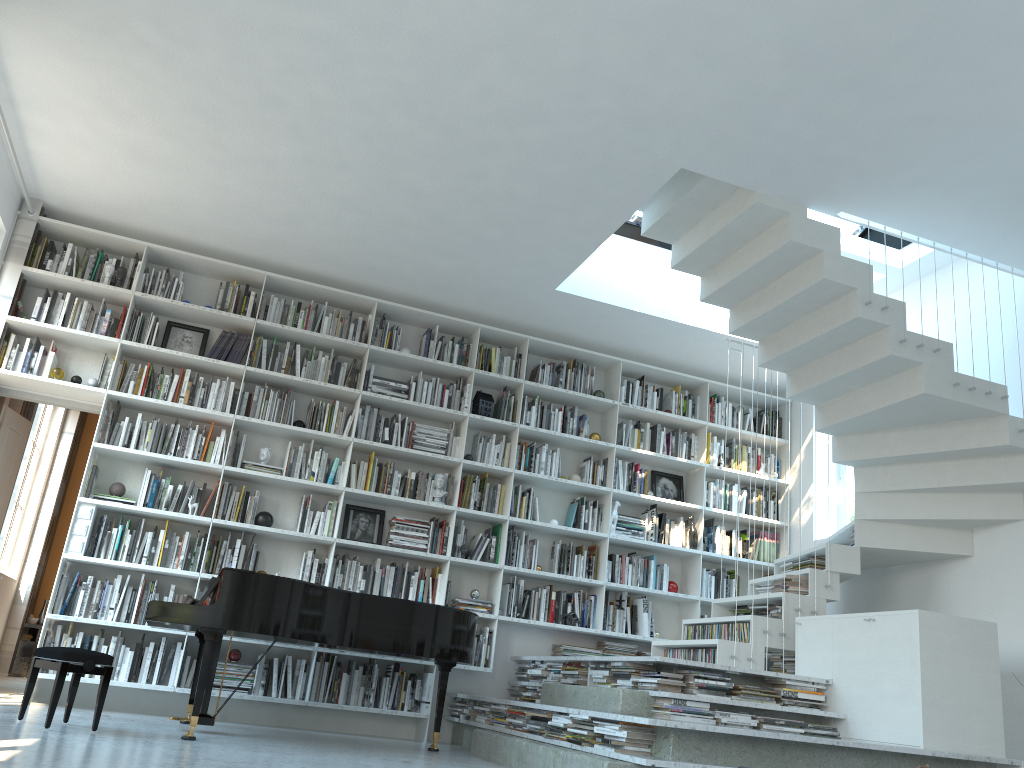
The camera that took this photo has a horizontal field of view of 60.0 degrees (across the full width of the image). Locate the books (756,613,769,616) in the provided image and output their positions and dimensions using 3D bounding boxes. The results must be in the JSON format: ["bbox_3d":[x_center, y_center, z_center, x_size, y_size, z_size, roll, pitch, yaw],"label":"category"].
[{"bbox_3d":[1.772,1.598,6.088,0.150,0.013,0.220,11,-20,-12],"label":"books"}]

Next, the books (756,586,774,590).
[{"bbox_3d":[1.895,1.484,6.397,0.173,0.011,0.204,15,-21,-22],"label":"books"}]

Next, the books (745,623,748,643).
[{"bbox_3d":[1.520,1.566,5.543,0.125,0.122,0.036,13,-20,-17],"label":"books"}]

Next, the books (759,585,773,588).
[{"bbox_3d":[1.906,1.475,6.404,0.157,0.014,0.181,14,-21,-21],"label":"books"}]

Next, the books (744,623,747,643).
[{"bbox_3d":[1.515,1.570,5.557,0.125,0.123,0.034,13,-20,-17],"label":"books"}]

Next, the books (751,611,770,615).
[{"bbox_3d":[1.760,1.583,6.088,0.189,0.012,0.156,12,-20,-14],"label":"books"}]

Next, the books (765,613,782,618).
[{"bbox_3d":[1.768,1.527,5.803,0.171,0.019,0.241,4,-19,7],"label":"books"}]

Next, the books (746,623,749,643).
[{"bbox_3d":[1.523,1.564,5.536,0.125,0.123,0.035,13,-20,-17],"label":"books"}]

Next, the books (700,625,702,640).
[{"bbox_3d":[1.337,1.712,6.025,0.125,0.125,0.008,13,-20,-17],"label":"books"}]

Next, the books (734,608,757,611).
[{"bbox_3d":[1.700,1.615,6.304,0.161,0.012,0.195,14,-20,-19],"label":"books"}]

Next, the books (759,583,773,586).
[{"bbox_3d":[1.910,1.462,6.410,0.157,0.014,0.181,13,-20,-19],"label":"books"}]

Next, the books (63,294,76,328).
[{"bbox_3d":[-3.092,-0.465,6.200,0.037,0.290,0.156,13,-20,-17],"label":"books"}]

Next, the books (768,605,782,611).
[{"bbox_3d":[1.785,1.479,5.819,0.168,0.014,0.213,6,-19,2],"label":"books"}]

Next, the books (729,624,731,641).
[{"bbox_3d":[1.457,1.616,5.709,0.125,0.125,0.008,13,-20,-17],"label":"books"}]

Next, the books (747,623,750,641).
[{"bbox_3d":[1.528,1.560,5.522,0.125,0.122,0.036,13,-20,-17],"label":"books"}]

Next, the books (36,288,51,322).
[{"bbox_3d":[-3.257,-0.504,6.152,0.012,0.295,0.163,13,-20,-17],"label":"books"}]

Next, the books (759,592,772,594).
[{"bbox_3d":[1.911,1.518,6.394,0.143,0.019,0.231,13,-20,-18],"label":"books"}]

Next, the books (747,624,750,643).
[{"bbox_3d":[1.526,1.562,5.529,0.125,0.123,0.034,13,-20,-17],"label":"books"}]

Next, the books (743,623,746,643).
[{"bbox_3d":[1.513,1.572,5.563,0.125,0.123,0.034,13,-20,-17],"label":"books"}]

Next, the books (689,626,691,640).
[{"bbox_3d":[1.288,1.752,6.154,0.125,0.125,0.012,13,-20,-17],"label":"books"}]

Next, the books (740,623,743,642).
[{"bbox_3d":[1.498,1.583,5.602,0.125,0.125,0.011,13,-20,-17],"label":"books"}]

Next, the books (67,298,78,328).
[{"bbox_3d":[-3.067,-0.451,6.197,0.013,0.267,0.162,13,-20,-17],"label":"books"}]

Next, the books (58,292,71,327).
[{"bbox_3d":[-3.113,-0.474,6.173,0.021,0.285,0.179,13,-20,-17],"label":"books"}]

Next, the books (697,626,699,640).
[{"bbox_3d":[1.324,1.723,6.060,0.125,0.125,0.009,13,-20,-17],"label":"books"}]

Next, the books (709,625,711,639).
[{"bbox_3d":[1.376,1.681,5.924,0.125,0.125,0.014,13,-20,-17],"label":"books"}]

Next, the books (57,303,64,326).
[{"bbox_3d":[-3.137,-0.437,6.171,0.010,0.208,0.165,13,-20,-17],"label":"books"}]

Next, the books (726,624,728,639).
[{"bbox_3d":[1.444,1.626,5.743,0.125,0.125,0.018,13,-20,-17],"label":"books"}]

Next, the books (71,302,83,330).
[{"bbox_3d":[-3.041,-0.434,6.201,0.022,0.243,0.174,13,-20,-17],"label":"books"}]

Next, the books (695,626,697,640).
[{"bbox_3d":[1.316,1.730,6.082,0.125,0.125,0.010,13,-20,-17],"label":"books"}]

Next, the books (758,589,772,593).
[{"bbox_3d":[1.908,1.500,6.398,0.150,0.016,0.240,13,-20,-19],"label":"books"}]

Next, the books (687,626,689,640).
[{"bbox_3d":[1.279,1.759,6.177,0.125,0.125,0.007,13,-20,-17],"label":"books"}]

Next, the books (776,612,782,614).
[{"bbox_3d":[1.785,1.516,5.806,0.161,0.007,0.255,6,-19,2],"label":"books"}]

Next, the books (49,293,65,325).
[{"bbox_3d":[-3.176,-0.480,6.181,0.028,0.287,0.133,13,-20,-17],"label":"books"}]

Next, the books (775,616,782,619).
[{"bbox_3d":[1.786,1.546,5.796,0.136,0.017,0.289,5,-19,5],"label":"books"}]

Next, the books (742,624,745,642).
[{"bbox_3d":[1.510,1.575,5.571,0.125,0.122,0.037,13,-20,-17],"label":"books"}]

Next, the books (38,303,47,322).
[{"bbox_3d":[-3.251,-0.448,6.152,0.024,0.191,0.138,13,-20,-17],"label":"books"}]

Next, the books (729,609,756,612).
[{"bbox_3d":[1.680,1.619,6.296,0.198,0.006,0.189,14,-21,-21],"label":"books"}]

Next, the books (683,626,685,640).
[{"bbox_3d":[1.261,1.774,6.226,0.125,0.125,0.009,13,-20,-17],"label":"books"}]

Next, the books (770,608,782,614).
[{"bbox_3d":[1.794,1.501,5.812,0.141,0.028,0.223,6,-19,1],"label":"books"}]

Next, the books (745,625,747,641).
[{"bbox_3d":[1.518,1.568,5.550,0.125,0.123,0.035,13,-20,-17],"label":"books"}]

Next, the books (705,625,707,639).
[{"bbox_3d":[1.359,1.695,5.968,0.125,0.125,0.012,13,-20,-17],"label":"books"}]

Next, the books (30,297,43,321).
[{"bbox_3d":[-3.282,-0.472,6.131,0.034,0.217,0.166,13,-20,-17],"label":"books"}]

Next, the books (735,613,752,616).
[{"bbox_3d":[1.701,1.646,6.296,0.140,0.022,0.181,15,-21,-23],"label":"books"}]

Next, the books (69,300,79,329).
[{"bbox_3d":[-3.056,-0.440,6.197,0.012,0.248,0.192,13,-20,-17],"label":"books"}]

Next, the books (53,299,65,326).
[{"bbox_3d":[-3.155,-0.452,6.180,0.024,0.238,0.156,13,-20,-17],"label":"books"}]

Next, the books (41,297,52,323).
[{"bbox_3d":[-3.218,-0.467,6.141,0.023,0.227,0.172,13,-20,-17],"label":"books"}]

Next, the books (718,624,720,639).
[{"bbox_3d":[1.413,1.651,5.826,0.125,0.125,0.013,13,-20,-17],"label":"books"}]

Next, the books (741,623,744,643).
[{"bbox_3d":[1.504,1.579,5.586,0.125,0.123,0.034,13,-20,-17],"label":"books"}]

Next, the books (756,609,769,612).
[{"bbox_3d":[1.787,1.567,6.103,0.133,0.017,0.179,11,-20,-13],"label":"books"}]

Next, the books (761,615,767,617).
[{"bbox_3d":[1.758,1.608,6.080,0.184,0.013,0.226,14,-20,-19],"label":"books"}]

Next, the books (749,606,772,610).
[{"bbox_3d":[1.765,1.547,6.101,0.177,0.014,0.194,15,-21,-22],"label":"books"}]

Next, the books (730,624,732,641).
[{"bbox_3d":[1.460,1.613,5.701,0.125,0.125,0.010,13,-20,-17],"label":"books"}]

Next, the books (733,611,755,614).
[{"bbox_3d":[1.696,1.630,6.299,0.160,0.009,0.208,14,-21,-21],"label":"books"}]

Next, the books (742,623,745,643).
[{"bbox_3d":[1.507,1.577,5.578,0.125,0.123,0.035,13,-20,-17],"label":"books"}]

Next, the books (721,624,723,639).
[{"bbox_3d":[1.423,1.643,5.799,0.125,0.125,0.009,13,-20,-17],"label":"books"}]

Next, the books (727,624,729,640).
[{"bbox_3d":[1.449,1.622,5.730,0.125,0.125,0.009,13,-20,-17],"label":"books"}]

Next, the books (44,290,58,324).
[{"bbox_3d":[-3.192,-0.489,6.152,0.023,0.281,0.186,13,-20,-17],"label":"books"}]

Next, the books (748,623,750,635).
[{"bbox_3d":[1.531,1.557,5.514,0.125,0.123,0.034,13,-20,-17],"label":"books"}]
